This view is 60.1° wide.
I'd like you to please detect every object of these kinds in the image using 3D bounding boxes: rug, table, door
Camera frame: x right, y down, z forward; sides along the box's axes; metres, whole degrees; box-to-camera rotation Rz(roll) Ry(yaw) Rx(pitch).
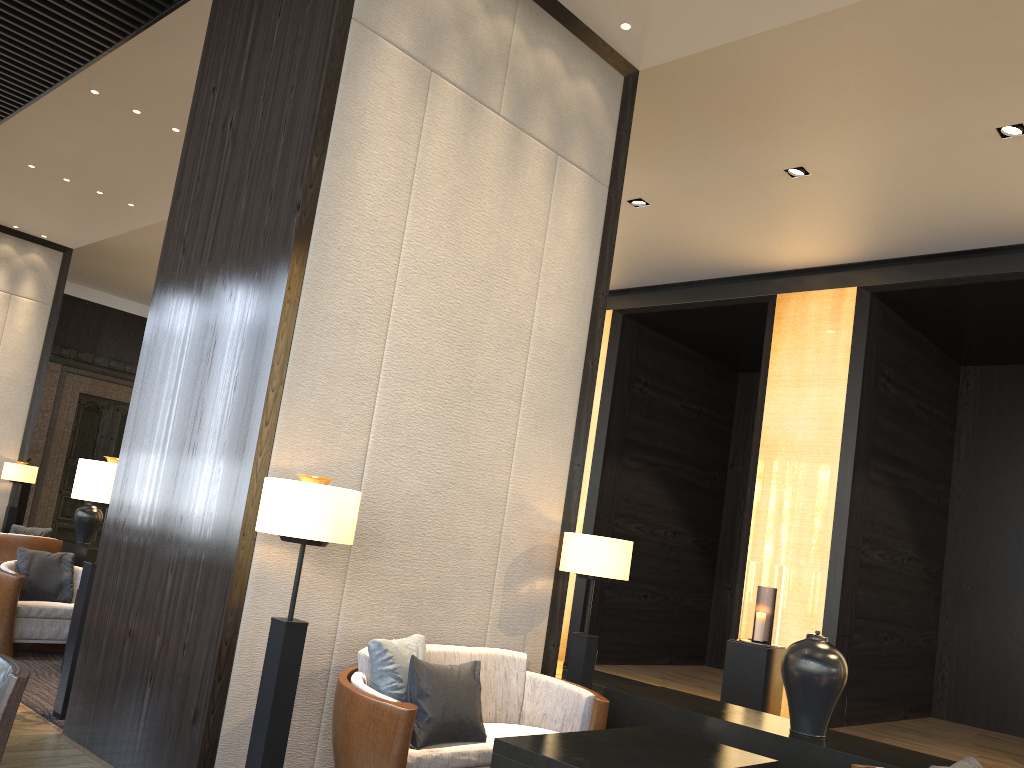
[{"bbox_3d":[-2.362,1.932,5.795,2.240,0.008,1.975,-1,-14,43],"label":"rug"},{"bbox_3d":[0.457,1.623,3.285,0.575,0.513,1.051,0,-13,43],"label":"table"},{"bbox_3d":[-5.139,2.109,10.411,1.959,0.509,0.625,-1,-13,43],"label":"table"},{"bbox_3d":[1.357,1.945,4.312,1.959,0.509,0.625,-1,-13,43],"label":"table"},{"bbox_3d":[-6.976,1.587,14.942,0.052,2.677,1.298,2,-10,43],"label":"door"},{"bbox_3d":[-2.288,1.693,5.862,0.575,0.513,1.051,0,-13,43],"label":"table"}]

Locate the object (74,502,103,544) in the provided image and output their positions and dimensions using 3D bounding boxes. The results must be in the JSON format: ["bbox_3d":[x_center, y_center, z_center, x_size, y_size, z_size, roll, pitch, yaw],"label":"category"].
[{"bbox_3d":[-4.960,1.611,10.343,0.311,0.489,0.314,3,-10,32],"label":"object"}]

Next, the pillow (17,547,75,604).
[{"bbox_3d":[-3.299,1.352,6.245,0.222,0.359,0.402,1,-12,44],"label":"pillow"}]

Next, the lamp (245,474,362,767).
[{"bbox_3d":[-0.869,1.022,3.382,0.374,1.341,0.378,4,-9,33],"label":"lamp"}]

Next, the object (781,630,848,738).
[{"bbox_3d":[1.465,1.449,4.312,0.311,0.489,0.314,5,-9,25],"label":"object"}]

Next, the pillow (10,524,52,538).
[{"bbox_3d":[-4.968,1.629,9.077,0.222,0.359,0.402,1,-12,44],"label":"pillow"}]

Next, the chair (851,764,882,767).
[{"bbox_3d":[1.347,1.680,3.093,0.606,0.599,0.811,0,-12,43],"label":"chair"}]

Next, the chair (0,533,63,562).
[{"bbox_3d":[-5.085,1.842,9.131,0.606,0.599,0.811,0,-12,43],"label":"chair"}]

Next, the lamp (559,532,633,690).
[{"bbox_3d":[0.374,1.472,4.718,0.375,1.309,0.377,9,-7,-2],"label":"lamp"}]

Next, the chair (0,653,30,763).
[{"bbox_3d":[-1.262,0.901,1.598,0.525,0.821,0.568,1,-11,43],"label":"chair"}]

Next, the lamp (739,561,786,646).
[{"bbox_3d":[2.323,2.027,8.209,0.336,0.724,0.340,6,-8,17],"label":"lamp"}]

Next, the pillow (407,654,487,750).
[{"bbox_3d":[-0.295,1.329,3.758,0.219,0.358,0.476,2,-11,40],"label":"pillow"}]

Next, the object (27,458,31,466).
[{"bbox_3d":[-6.471,1.082,11.744,0.102,0.216,0.163,4,-10,32],"label":"object"}]

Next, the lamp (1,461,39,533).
[{"bbox_3d":[-6.141,1.621,10.839,0.375,1.341,0.378,8,-7,1],"label":"lamp"}]

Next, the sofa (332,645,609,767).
[{"bbox_3d":[-0.207,1.560,3.942,0.602,0.688,1.462,0,-13,43],"label":"sofa"}]

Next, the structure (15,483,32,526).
[{"bbox_3d":[-6.594,1.773,11.653,0.240,1.209,0.242,2,-10,43],"label":"structure"}]

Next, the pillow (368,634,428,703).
[{"bbox_3d":[-0.473,1.289,3.794,0.200,0.396,0.437,5,-9,22],"label":"pillow"}]

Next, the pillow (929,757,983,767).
[{"bbox_3d":[1.464,1.467,3.038,0.222,0.359,0.402,1,-12,44],"label":"pillow"}]

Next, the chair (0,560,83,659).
[{"bbox_3d":[-3.245,1.560,6.136,0.606,0.599,0.811,0,-12,43],"label":"chair"}]

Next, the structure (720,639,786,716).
[{"bbox_3d":[2.216,2.709,8.124,0.402,0.653,0.406,1,-11,43],"label":"structure"}]

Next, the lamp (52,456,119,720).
[{"bbox_3d":[-2.187,1.055,4.619,0.376,1.341,0.376,11,-8,-16],"label":"lamp"}]
